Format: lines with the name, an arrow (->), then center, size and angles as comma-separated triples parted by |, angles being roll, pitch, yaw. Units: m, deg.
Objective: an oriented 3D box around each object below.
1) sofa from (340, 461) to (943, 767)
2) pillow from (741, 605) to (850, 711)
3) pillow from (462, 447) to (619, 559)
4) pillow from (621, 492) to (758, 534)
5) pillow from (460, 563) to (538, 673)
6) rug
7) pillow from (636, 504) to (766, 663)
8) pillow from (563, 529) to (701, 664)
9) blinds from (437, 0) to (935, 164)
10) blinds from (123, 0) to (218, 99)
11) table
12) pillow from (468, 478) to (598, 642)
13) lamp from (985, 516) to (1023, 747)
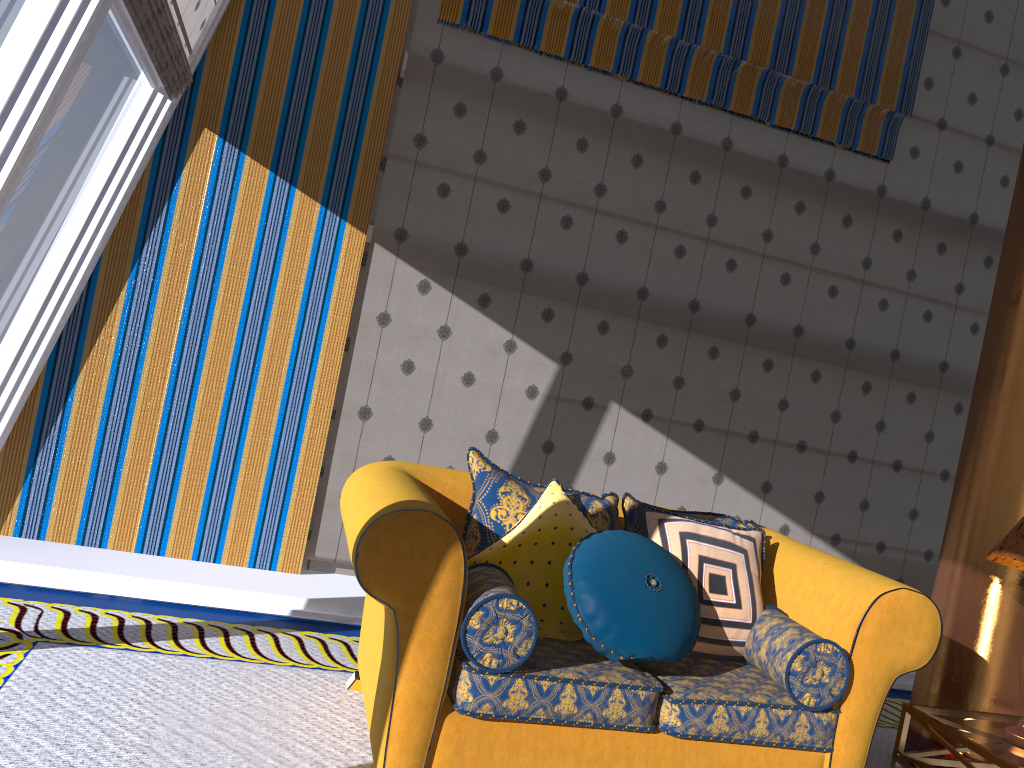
sofa -> 0.307, 0.858, 3.013 | 1.858, 0.854, 1.006 | 11, 0, -14
pillow -> 0.881, 0.861, 2.819 | 0.216, 0.219, 0.371 | 11, 0, -10
pillow -> 0.058, 0.600, 3.055 | 0.602, 0.672, 0.353 | 11, 0, -7
pillow -> 0.611, 0.745, 3.224 | 0.616, 0.610, 0.338 | 11, 0, -10
pillow -> -0.064, 0.669, 2.580 | 0.216, 0.219, 0.376 | 11, 0, -10
rug -> 1.289, 1.481, 2.537 | 6.295, 0.011, 3.571 | 11, 0, -16
pillow -> 0.680, 0.699, 3.034 | 0.525, 0.456, 0.325 | 11, 0, -16
pillow -> 0.371, 0.658, 2.738 | 0.386, 0.367, 0.465 | 11, 0, 35
blinds -> 1.206, -2.960, 4.637 | 2.677, 2.990, 0.151 | 11, 0, -16
blinds -> -0.629, -2.820, 3.482 | 0.879, 3.394, 1.357 | 11, 0, -15
table -> 1.916, 1.419, 2.825 | 0.980, 0.369, 0.901 | 11, 0, -15
pillow -> 0.150, 0.572, 2.918 | 0.614, 0.491, 0.231 | 11, 0, -10
lamp -> 1.780, 0.805, 2.939 | 0.451, 0.783, 0.442 | 11, 0, -30
